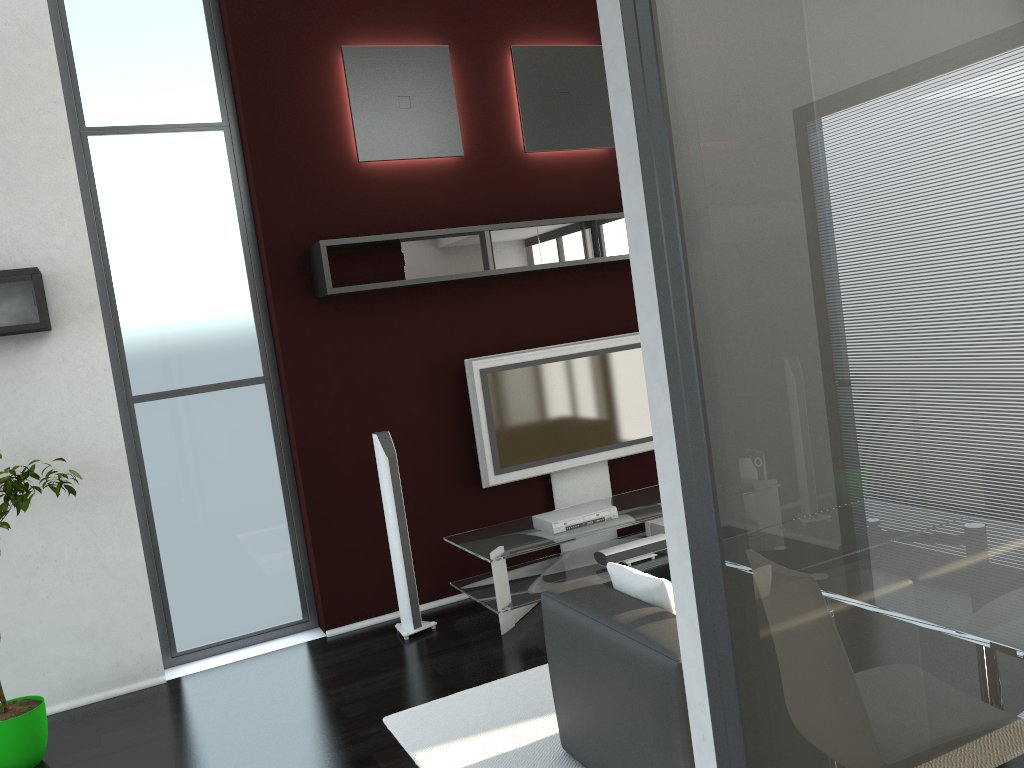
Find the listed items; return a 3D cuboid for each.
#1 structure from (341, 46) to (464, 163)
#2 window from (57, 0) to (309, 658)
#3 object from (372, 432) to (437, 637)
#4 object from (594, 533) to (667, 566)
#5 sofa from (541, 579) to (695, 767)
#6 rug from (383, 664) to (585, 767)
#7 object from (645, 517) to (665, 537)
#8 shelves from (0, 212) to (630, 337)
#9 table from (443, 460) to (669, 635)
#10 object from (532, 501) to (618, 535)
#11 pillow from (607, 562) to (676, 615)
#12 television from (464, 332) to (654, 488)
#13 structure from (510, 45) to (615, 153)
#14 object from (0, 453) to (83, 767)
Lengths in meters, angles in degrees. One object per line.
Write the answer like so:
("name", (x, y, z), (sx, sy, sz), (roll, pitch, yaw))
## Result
("structure", (-0.660, -1.703, 5.389), (0.678, 0.676, 0.055), (-10, 5, -24))
("window", (-1.909, -0.659, 5.107), (0.800, 4.400, 0.025), (-10, 5, -24))
("object", (-0.661, 0.843, 5.091), (0.228, 1.141, 0.215), (-12, 6, -39))
("object", (0.744, 1.015, 5.436), (0.470, 0.090, 0.182), (-10, 5, -24))
("sofa", (1.558, 0.898, 3.592), (2.781, 0.652, 0.943), (-10, 5, -24))
("rug", (1.453, 1.234, 3.923), (3.695, 0.009, 1.875), (-10, 5, -24))
("object", (1.168, 0.934, 5.847), (0.449, 0.106, 0.412), (-10, 5, -24))
("shelves", (-1.018, -0.663, 5.100), (6.988, 0.301, 0.305), (-10, 5, -24))
("table", (0.621, 0.674, 5.576), (2.046, 1.093, 0.771), (-10, 5, -24))
("object", (0.381, 0.806, 5.357), (0.439, 0.073, 0.273), (-10, 5, -24))
("pillow", (0.527, 0.843, 3.267), (0.186, 0.358, 0.376), (-10, 5, -23))
("television", (0.411, 0.136, 5.769), (1.436, 0.807, 0.099), (-10, 5, -24))
("structure", (0.336, -1.878, 5.842), (0.678, 0.676, 0.055), (-10, 5, -24))
("object", (-2.439, 1.007, 4.063), (0.994, 1.515, 0.646), (-11, 5, -32))
